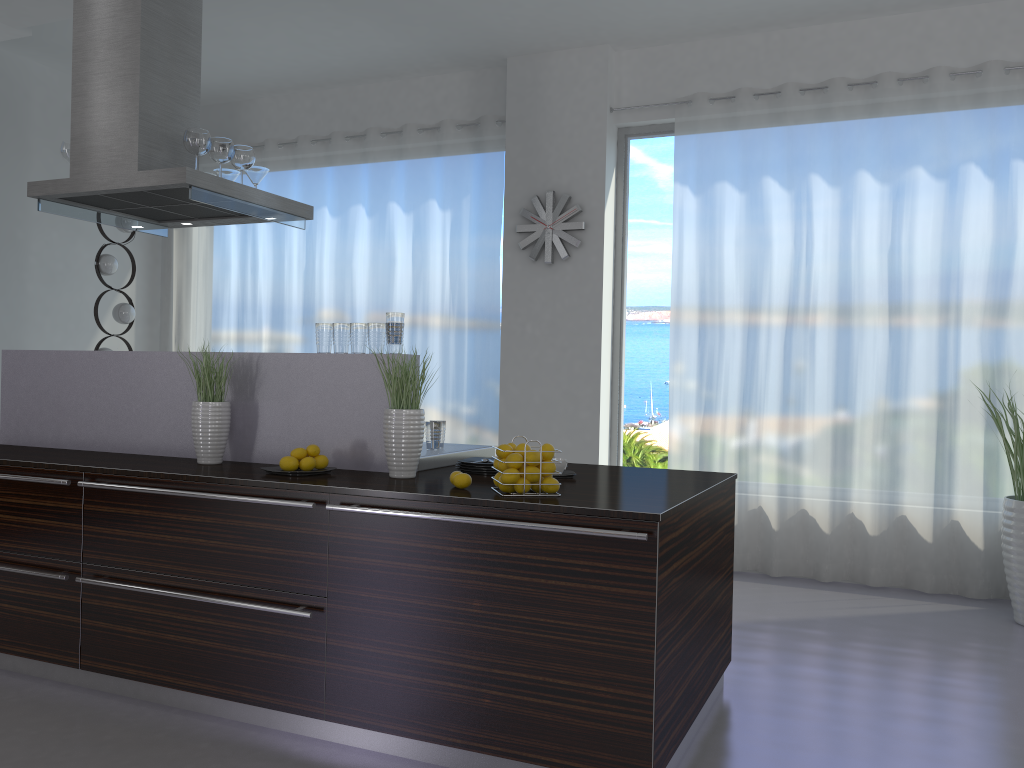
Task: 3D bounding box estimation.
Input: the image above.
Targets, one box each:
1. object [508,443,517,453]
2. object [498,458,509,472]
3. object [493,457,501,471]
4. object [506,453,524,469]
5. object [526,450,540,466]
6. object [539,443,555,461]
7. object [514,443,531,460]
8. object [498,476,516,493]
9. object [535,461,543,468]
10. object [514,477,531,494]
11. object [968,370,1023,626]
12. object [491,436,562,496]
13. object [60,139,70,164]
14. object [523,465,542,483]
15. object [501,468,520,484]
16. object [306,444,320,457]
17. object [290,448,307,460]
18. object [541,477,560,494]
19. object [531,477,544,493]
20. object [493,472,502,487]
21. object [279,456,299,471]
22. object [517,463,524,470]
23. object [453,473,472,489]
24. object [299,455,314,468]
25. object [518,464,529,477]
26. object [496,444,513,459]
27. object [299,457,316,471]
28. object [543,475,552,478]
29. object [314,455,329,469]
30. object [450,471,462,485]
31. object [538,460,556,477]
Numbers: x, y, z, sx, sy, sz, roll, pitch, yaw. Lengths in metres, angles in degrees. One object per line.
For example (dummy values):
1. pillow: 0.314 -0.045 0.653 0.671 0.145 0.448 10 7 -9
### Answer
1. object: -0.006 0.222 2.899 0.052 0.060 0.057 1 0 12
2. object: -0.014 0.263 2.831 0.062 0.053 0.052 1 0 -5
3. object: -0.034 0.261 2.890 0.053 0.051 0.063 1 0 -8
4. object: 0.008 0.242 2.782 0.061 0.052 0.053 2 0 37
5. object: 0.066 0.232 2.781 0.051 0.053 0.063 2 0 36
6. object: 0.111 0.219 2.831 0.050 0.060 0.059 1 0 23
7. object: 0.036 0.216 2.844 0.051 0.053 0.063 1 0 25
8. object: -0.008 0.315 2.814 0.064 0.063 0.074 2 0 44
9. object: 0.077 0.248 2.852 0.055 0.051 0.061 1 0 18
10. object: 0.033 0.317 2.773 0.051 0.053 0.063 1 0 31
11. object: 2.737 0.589 4.571 0.713 1.334 0.656 1 0 24
12. object: 0.044 0.259 2.840 0.189 0.174 0.207 1 0 -12
13. object: -2.134 -1.067 4.318 0.125 0.221 0.125 1 0 -42
14. object: 0.063 0.282 2.776 0.061 0.055 0.051 1 0 3
15. object: -0.004 0.288 2.758 0.061 0.054 0.052 1 0 1
16. object: -0.732 0.246 3.262 0.053 0.048 0.063 1 0 -10
17. object: -0.778 0.255 3.237 0.061 0.047 0.053 1 0 27
18. object: 0.119 0.319 2.788 0.062 0.052 0.053 1 0 -27
19. object: 0.084 0.320 2.836 0.061 0.055 0.050 1 0 -21
20. object: -0.030 0.308 2.871 0.060 0.057 0.052 1 0 25
21. object: -0.803 0.288 3.196 0.070 0.058 0.060 1 0 22
22. object: 0.022 0.260 2.875 0.064 0.053 0.051 1 0 26
23. object: -0.162 0.316 2.893 0.063 0.051 0.053 1 0 27
24. object: -0.756 0.290 3.272 0.057 0.060 0.071 1 0 25
25. object: 0.049 0.278 2.803 0.051 0.053 0.062 1 0 32
26. object: -0.024 0.218 2.849 0.053 0.051 0.063 1 0 -19
27. object: -0.741 0.291 3.216 0.061 0.054 0.052 1 0 1
28. object: 0.100 0.296 2.875 0.062 0.053 0.052 1 0 -30
29. object: -0.704 0.287 3.260 0.063 0.053 0.051 1 0 -26
30. object: -0.181 0.316 2.954 0.053 0.051 0.063 1 0 -8
31. object: 0.110 0.268 2.812 0.061 0.054 0.053 1 0 -20
